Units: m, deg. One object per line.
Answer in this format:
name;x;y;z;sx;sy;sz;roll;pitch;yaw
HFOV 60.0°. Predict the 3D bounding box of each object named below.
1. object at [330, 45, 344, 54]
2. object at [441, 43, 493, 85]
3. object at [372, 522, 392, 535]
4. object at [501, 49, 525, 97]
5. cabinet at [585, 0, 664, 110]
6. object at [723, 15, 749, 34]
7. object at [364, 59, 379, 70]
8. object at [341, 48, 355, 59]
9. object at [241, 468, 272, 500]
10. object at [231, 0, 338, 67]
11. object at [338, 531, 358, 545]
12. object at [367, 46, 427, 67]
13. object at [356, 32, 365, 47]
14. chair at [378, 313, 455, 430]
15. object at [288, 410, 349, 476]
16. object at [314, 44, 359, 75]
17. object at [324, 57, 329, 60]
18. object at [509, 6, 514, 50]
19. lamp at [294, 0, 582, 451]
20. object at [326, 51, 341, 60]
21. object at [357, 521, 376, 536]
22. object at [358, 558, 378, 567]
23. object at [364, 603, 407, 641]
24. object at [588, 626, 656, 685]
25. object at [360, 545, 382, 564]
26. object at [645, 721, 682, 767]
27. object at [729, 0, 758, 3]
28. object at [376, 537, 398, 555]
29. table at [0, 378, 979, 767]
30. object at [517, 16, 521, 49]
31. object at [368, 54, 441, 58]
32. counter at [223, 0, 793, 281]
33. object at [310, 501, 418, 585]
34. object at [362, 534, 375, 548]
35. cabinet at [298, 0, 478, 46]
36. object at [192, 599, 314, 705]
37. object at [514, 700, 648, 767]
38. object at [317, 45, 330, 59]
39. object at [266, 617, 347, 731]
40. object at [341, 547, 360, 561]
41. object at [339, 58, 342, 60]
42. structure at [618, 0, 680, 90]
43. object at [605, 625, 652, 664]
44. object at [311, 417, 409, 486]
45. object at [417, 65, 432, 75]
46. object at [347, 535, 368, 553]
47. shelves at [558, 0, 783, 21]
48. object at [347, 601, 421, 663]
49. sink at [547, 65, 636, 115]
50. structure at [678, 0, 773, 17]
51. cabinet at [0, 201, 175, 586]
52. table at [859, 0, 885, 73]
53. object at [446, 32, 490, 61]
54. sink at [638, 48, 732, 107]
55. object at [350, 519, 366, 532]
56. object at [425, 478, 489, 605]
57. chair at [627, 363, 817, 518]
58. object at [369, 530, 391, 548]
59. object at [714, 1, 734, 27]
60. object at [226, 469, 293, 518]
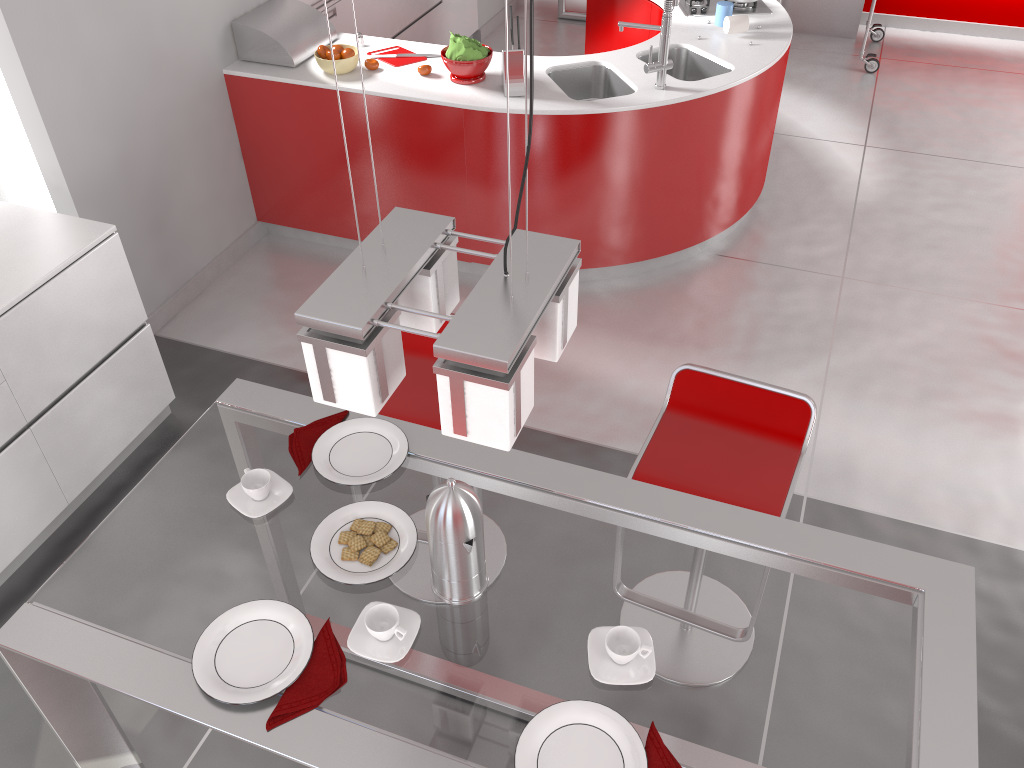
object;-0.795;-1.517;4.039;0.066;0.049;0.062;11;42;14
object;-0.197;-1.409;3.917;0.229;0.118;0.228;-6;41;-6
object;-0.268;0.298;1.822;0.036;0.006;0.034;13;42;16
object;0.006;-1.341;3.783;0.091;0.178;0.137;-5;41;-4
cabinet;-0.050;-1.462;4.694;1.875;0.761;1.025;-17;43;-17
object;1.073;-1.734;4.264;0.100;0.080;0.109;-7;41;-7
object;-0.638;-1.453;4.036;0.065;0.047;0.063;13;43;16
object;-0.742;-1.491;4.007;0.066;0.049;0.062;19;44;22
object;-0.546;0.217;1.884;0.078;0.049;0.062;13;43;16
object;-1.067;-1.673;4.197;0.300;0.170;0.400;13;43;16
object;-0.334;0.313;1.806;0.036;0.006;0.034;2;41;4
object;-0.540;-1.538;4.162;0.168;0.006;0.266;-31;49;-30
object;-0.731;-1.654;4.255;0.043;0.066;0.042;23;46;26
chair;-0.228;0.244;2.772;0.418;0.857;0.460;10;42;13
object;-0.466;0.121;2.034;0.095;0.012;0.234;13;43;16
object;-0.788;-1.462;4.021;0.201;0.086;0.201;14;43;17
object;-0.826;-1.471;4.035;0.055;0.058;0.066;18;44;20
object;0.002;-1.417;3.754;0.014;0.322;0.150;-6;41;-6
lamp;-0.098;-0.423;0.996;0.304;1.025;0.304;13;43;16
object;-0.803;-1.477;3.992;0.065;0.052;0.062;3;41;5
object;-0.298;0.295;1.817;0.034;0.006;0.036;5;41;7
object;-0.285;0.345;1.767;0.034;0.006;0.036;16;43;19
object;-0.231;0.444;1.611;0.062;0.049;0.078;-21;44;-21
object;0.195;0.487;1.588;0.119;0.016;0.119;0;41;1
object;-0.281;0.338;1.766;0.034;0.006;0.036;22;46;25
object;0.240;0.649;1.400;0.095;0.012;0.234;12;42;15
object;1.198;-2.081;4.562;0.189;0.185;0.218;-12;42;-12
object;-0.252;0.325;1.790;0.034;0.006;0.036;30;49;31
table;-0.024;0.796;2.012;1.700;1.000;0.800;13;43;16
object;0.031;-1.401;3.760;0.012;0.279;0.130;-6;41;-6
object;-0.484;-1.542;4.155;0.375;0.008;0.041;-2;41;-1
counter;0.188;-1.353;4.610;2.865;0.880;1.868;-25;46;-26
object;-0.298;0.321;1.792;0.217;0.015;0.217;-23;45;-23
object;-0.290;0.317;1.799;0.036;0.006;0.034;27;48;29
cabinet;-0.976;-2.720;5.352;0.614;2.026;2.398;13;43;16
object;-0.467;0.484;1.606;0.217;0.015;0.217;-3;41;-2
object;0.112;0.616;1.439;0.217;0.015;0.217;32;51;33
object;-0.852;-1.504;4.018;0.055;0.058;0.066;3;41;5
object;-0.338;0.518;1.566;0.095;0.012;0.234;12;42;15
object;-0.323;0.339;1.775;0.036;0.006;0.034;-1;41;0
object;-0.761;-1.492;4.061;0.065;0.056;0.059;10;42;13
structure;0.614;-1.673;3.590;0.308;0.920;0.178;-18;43;-19
object;0.201;0.472;1.569;0.078;0.049;0.062;31;50;32
object;-0.340;0.153;1.990;0.217;0.015;0.217;-23;45;-24
object;-0.392;-1.412;3.979;0.064;0.048;0.063;-1;41;0
object;-0.312;0.321;1.786;0.034;0.006;0.036;-23;45;-23
shelves;1.156;-3.750;6.066;1.735;2.599;0.535;13;43;16
object;-0.234;0.458;1.632;0.119;0.016;0.119;11;42;14
sink;0.349;-1.264;3.988;0.326;0.172;0.428;-13;42;-13
structure;1.101;-1.993;4.631;0.457;0.037;0.303;-3;41;-3
cabinet;-1.948;0.277;2.754;0.610;0.880;1.802;13;43;16
table;3.218;-2.475;6.003;1.627;0.682;0.749;14;43;17
object;-0.188;-1.448;3.880;0.198;0.182;0.193;17;44;20
sink;0.793;-1.399;4.136;0.326;0.172;0.428;-21;45;-22
object;-0.313;0.293;1.829;0.036;0.006;0.034;13;43;16
object;-0.119;0.269;1.640;0.149;0.287;0.113;19;45;22
chair;0.552;0.430;2.536;0.418;0.857;0.460;17;44;20
object;-0.267;0.313;1.795;0.036;0.006;0.034;32;50;33
object;1.036;-1.821;4.354;0.080;0.100;0.109;-5;41;-4
object;-0.539;0.237;1.898;0.119;0.016;0.119;29;49;30
